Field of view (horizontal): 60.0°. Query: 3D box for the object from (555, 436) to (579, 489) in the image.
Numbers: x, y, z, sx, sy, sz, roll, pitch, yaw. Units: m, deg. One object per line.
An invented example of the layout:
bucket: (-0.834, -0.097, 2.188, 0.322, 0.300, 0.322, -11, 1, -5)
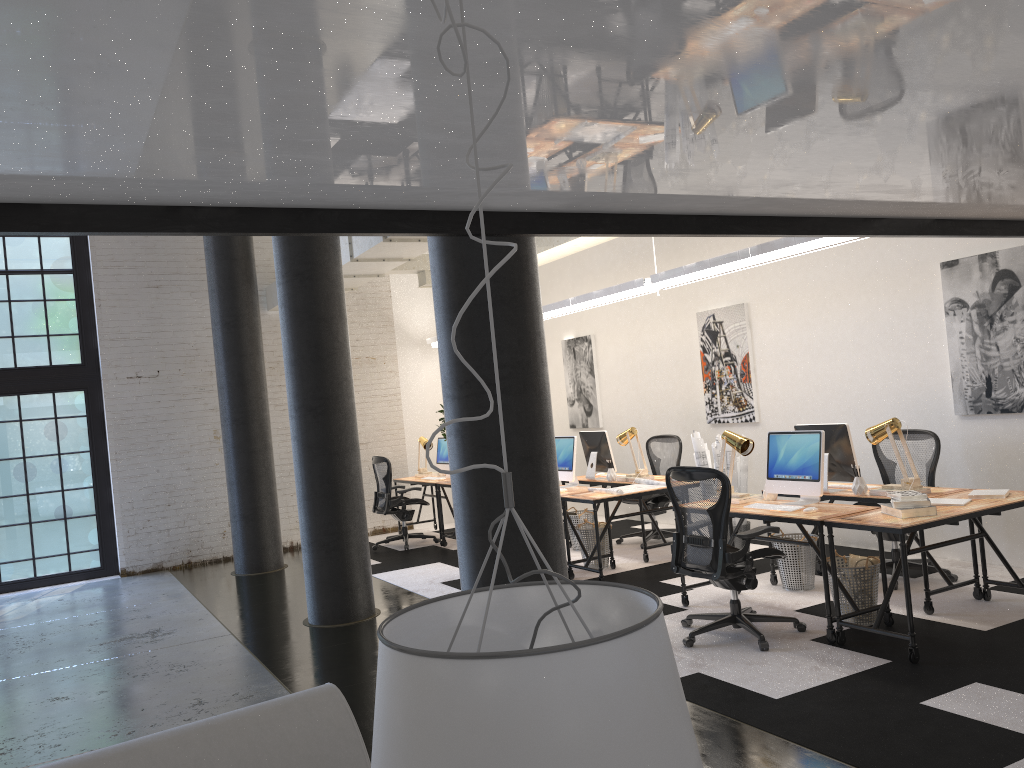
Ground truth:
object: (0.491, 0.734, 8.362, 0.189, 0.485, 0.484, -5, -1, -28)

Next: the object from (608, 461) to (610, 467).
object: (0.947, 0.831, 8.499, 0.054, 0.207, 0.008, -5, 0, -41)

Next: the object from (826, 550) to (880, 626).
object: (2.136, 1.271, 5.547, 0.353, 0.435, 0.359, -5, -1, -31)

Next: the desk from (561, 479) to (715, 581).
desk: (1.177, 1.261, 7.742, 1.400, 0.724, 0.530, -5, -1, -28)

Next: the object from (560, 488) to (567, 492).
object: (0.451, 0.957, 7.987, 0.106, 0.029, 0.059, -5, -1, -27)

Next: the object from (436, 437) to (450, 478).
object: (-0.779, 0.883, 10.723, 0.189, 0.485, 0.484, -5, -1, -28)

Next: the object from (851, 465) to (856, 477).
object: (2.324, 0.646, 5.981, 0.008, 0.207, 0.054, -5, 0, -45)

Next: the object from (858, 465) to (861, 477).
object: (2.344, 0.644, 5.960, 0.008, 0.207, 0.054, -6, 0, 27)

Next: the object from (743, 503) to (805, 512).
object: (1.690, 0.798, 5.739, 0.118, 0.017, 0.439, -5, -1, -28)

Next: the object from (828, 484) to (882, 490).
object: (2.449, 0.738, 6.380, 0.118, 0.017, 0.439, -5, -1, -28)

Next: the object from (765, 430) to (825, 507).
object: (1.876, 0.548, 5.821, 0.189, 0.485, 0.484, -5, -1, -28)

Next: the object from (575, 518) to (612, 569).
object: (0.751, 1.456, 8.088, 0.353, 0.435, 0.359, -5, -1, -31)

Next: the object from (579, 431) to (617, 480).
object: (0.834, 0.710, 8.841, 0.189, 0.485, 0.484, -5, -1, -28)

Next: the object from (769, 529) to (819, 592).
object: (2.104, 1.295, 6.567, 0.353, 0.435, 0.359, -5, -1, -31)

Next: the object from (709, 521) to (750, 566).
object: (1.838, 1.368, 7.440, 0.353, 0.398, 0.353, -6, -1, 17)

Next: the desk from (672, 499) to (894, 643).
desk: (1.731, 1.170, 5.863, 0.529, 0.724, 1.402, -5, -1, -28)

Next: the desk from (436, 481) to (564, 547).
desk: (-0.092, 1.410, 10.103, 1.400, 0.724, 0.530, -5, -1, -28)

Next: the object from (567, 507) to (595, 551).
object: (0.718, 1.480, 9.108, 0.353, 0.435, 0.359, -5, -1, -31)

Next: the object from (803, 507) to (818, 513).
object: (1.836, 0.772, 5.446, 0.106, 0.029, 0.059, -5, -1, -27)

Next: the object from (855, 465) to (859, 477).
object: (2.332, 0.645, 5.958, 0.054, 0.207, 0.008, -5, 0, -41)

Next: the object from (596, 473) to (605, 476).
object: (0.918, 0.937, 9.214, 0.106, 0.029, 0.059, -5, -1, -27)

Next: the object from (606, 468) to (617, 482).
object: (0.956, 0.872, 8.513, 0.101, 0.126, 0.101, -6, -1, 17)

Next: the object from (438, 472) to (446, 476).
object: (-0.866, 1.078, 11.049, 0.101, 0.126, 0.101, -6, -1, 17)

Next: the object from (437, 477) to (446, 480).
object: (-0.819, 1.106, 10.347, 0.106, 0.029, 0.059, -5, -1, -27)

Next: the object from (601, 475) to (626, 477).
object: (1.064, 0.924, 8.921, 0.118, 0.017, 0.439, -5, -1, -28)

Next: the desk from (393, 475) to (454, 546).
desk: (-0.923, 1.504, 10.764, 0.529, 0.724, 1.402, -5, -1, -28)

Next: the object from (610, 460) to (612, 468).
object: (0.959, 0.829, 8.501, 0.008, 0.207, 0.054, -6, 0, 27)

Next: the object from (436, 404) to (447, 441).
object: (-0.603, 0.551, 9.854, 0.438, 1.077, 0.514, -5, -1, -37)

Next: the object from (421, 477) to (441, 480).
object: (-0.964, 1.133, 10.641, 0.118, 0.017, 0.439, -5, -1, -28)

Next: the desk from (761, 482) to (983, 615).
desk: (2.480, 1.105, 6.252, 0.529, 0.724, 1.402, -5, -1, -28)

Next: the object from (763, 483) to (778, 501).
object: (1.789, 0.743, 6.147, 0.101, 0.126, 0.101, -6, -1, 17)

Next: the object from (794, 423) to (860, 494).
object: (2.219, 0.525, 6.300, 0.189, 0.485, 0.484, -5, -1, -28)

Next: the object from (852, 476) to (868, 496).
object: (2.341, 0.686, 5.972, 0.101, 0.126, 0.101, -6, -1, 17)

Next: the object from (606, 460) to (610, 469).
object: (0.939, 0.831, 8.522, 0.008, 0.207, 0.054, -5, 0, -45)
